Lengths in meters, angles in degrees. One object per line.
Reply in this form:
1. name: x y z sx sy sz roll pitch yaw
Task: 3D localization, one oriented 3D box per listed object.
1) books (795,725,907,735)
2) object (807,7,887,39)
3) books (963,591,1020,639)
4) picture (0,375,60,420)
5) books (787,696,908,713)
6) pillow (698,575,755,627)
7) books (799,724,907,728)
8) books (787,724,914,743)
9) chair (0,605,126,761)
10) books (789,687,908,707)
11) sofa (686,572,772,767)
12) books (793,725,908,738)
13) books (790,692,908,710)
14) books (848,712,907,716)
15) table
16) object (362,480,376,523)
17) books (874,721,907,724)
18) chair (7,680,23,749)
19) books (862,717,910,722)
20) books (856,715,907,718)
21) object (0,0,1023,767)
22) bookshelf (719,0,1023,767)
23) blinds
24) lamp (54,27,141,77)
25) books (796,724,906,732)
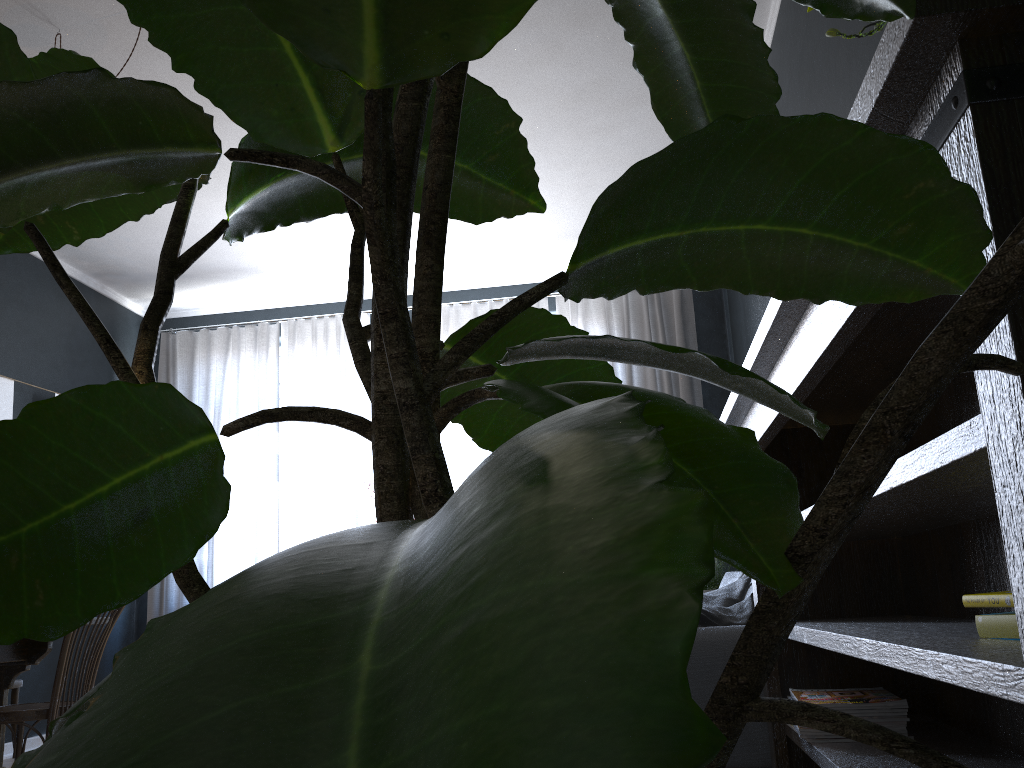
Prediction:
1. books: 0.762 0.779 2.040 0.218 0.008 0.305 -6 -14 12
2. object: 0.587 -0.448 1.148 0.385 0.411 0.276 1 -14 -14
3. books: 0.688 0.321 1.140 0.174 0.113 0.197 -2 -14 -3
4. picture: -2.936 0.110 4.367 0.058 0.768 4.472 -5 -14 7
5. books: 0.762 0.735 2.043 0.218 0.008 0.305 -6 -14 11
6. pillow: 0.631 0.825 2.971 0.442 0.360 0.799 -9 -15 25
7. books: 0.767 0.766 2.043 0.218 0.008 0.289 -6 -14 13
8. books: 0.763 0.793 2.037 0.218 0.008 0.305 -5 -14 7
9. chair: -1.788 1.227 3.405 0.467 0.817 0.364 -5 -13 7
10. books: 0.764 0.719 2.044 0.219 0.013 0.306 -6 -14 12
11. sofa: 0.782 1.139 3.525 0.970 0.795 2.348 -5 -14 7
12. books: 0.763 0.787 2.040 0.218 0.007 0.306 -6 -14 12
13. books: 0.766 0.727 2.043 0.218 0.008 0.305 -6 -14 12
14. books: 0.760 0.742 2.042 0.218 0.008 0.305 -6 -14 11
15. table: -2.417 1.242 3.143 1.126 0.725 1.610 -5 -14 7
16. object: -0.817 1.003 6.141 0.514 0.806 0.601 1 -14 -18
17. books: 0.767 0.761 2.044 0.218 0.008 0.289 -6 -14 13
18. chair: -2.618 1.415 4.202 0.549 0.917 0.439 -4 -13 5
19. books: 0.766 0.753 2.037 0.218 0.006 0.305 -6 -14 12
20. books: 0.763 0.750 2.042 0.218 0.008 0.289 -6 -14 11
21. object: 0.084 -0.163 0.397 1.118 1.892 0.766 -3 -13 1
22. bookshelf: 0.708 0.443 1.481 0.451 1.168 1.925 -5 -14 7
23. blinds: -0.592 0.810 6.058 3.993 2.779 0.313 -5 -13 7
24. lamp: -1.953 -0.644 3.309 1.593 1.569 0.584 -14 -17 38
25. books: 0.761 0.772 2.044 0.219 0.013 0.306 -6 -14 12
